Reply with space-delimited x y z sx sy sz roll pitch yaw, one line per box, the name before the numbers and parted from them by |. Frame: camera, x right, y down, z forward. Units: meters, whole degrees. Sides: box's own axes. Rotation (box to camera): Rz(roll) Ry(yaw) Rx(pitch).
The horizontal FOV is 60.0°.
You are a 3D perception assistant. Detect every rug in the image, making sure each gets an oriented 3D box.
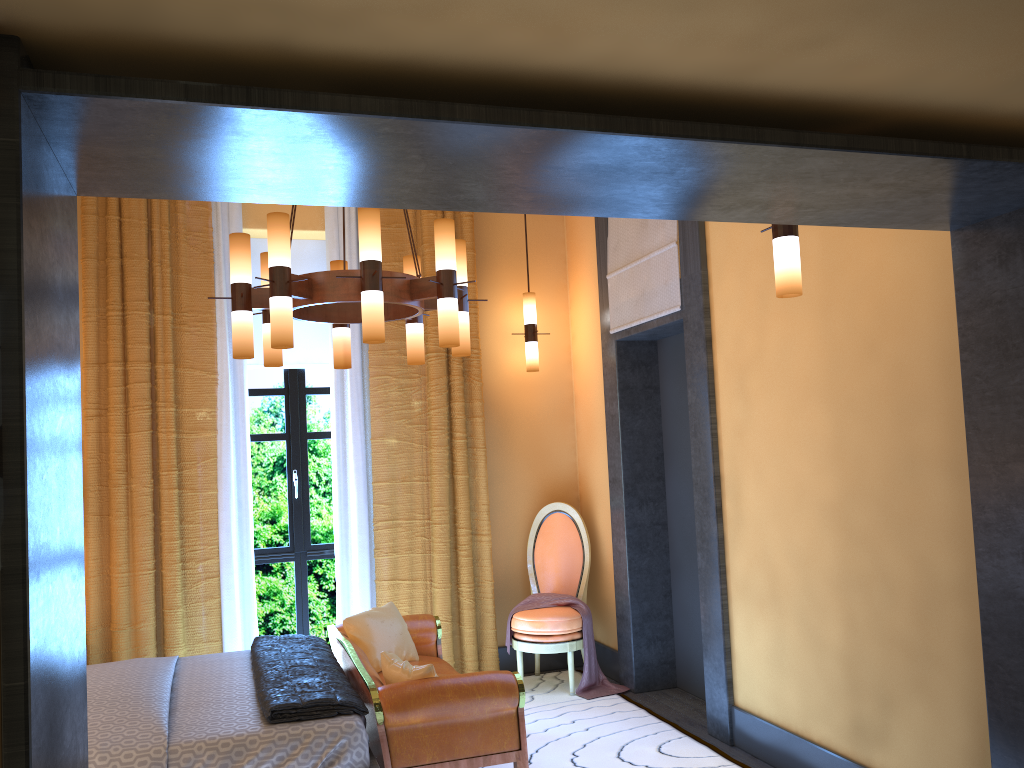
rug | -0.769 1.831 3.844 3.701 0.016 3.392 -1 -5 -18

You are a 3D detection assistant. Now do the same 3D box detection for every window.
window | -1.421 0.521 5.879 1.200 2.996 0.130 -2 -3 -18

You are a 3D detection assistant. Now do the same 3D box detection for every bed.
bed | -1.724 1.410 3.748 2.106 0.823 1.891 -1 -5 -18

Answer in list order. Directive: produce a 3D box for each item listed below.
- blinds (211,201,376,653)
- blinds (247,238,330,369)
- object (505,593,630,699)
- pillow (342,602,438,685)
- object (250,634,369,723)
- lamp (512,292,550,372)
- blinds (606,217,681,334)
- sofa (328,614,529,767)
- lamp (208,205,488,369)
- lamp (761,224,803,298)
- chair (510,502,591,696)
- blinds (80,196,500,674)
blinds | -1.400 -0.048 5.589 2.050 4.071 0.237 -1 -4 -21
blinds | -1.468 -0.539 5.929 1.200 0.872 0.013 -1 -4 -18
object | 0.338 1.617 5.578 0.803 0.571 0.429 -5 -4 29
pillow | -1.271 1.333 4.543 2.629 0.406 1.148 -5 -5 23
object | -0.958 1.288 4.000 0.405 0.104 1.463 -1 -5 -18
lamp | 0.128 -0.349 5.987 0.199 0.531 0.199 -4 -4 27
blinds | 0.726 -1.137 5.163 0.042 1.574 0.896 -2 -4 -18
sofa | -0.459 1.526 4.230 0.650 0.639 1.617 -1 -4 -18
lamp | -0.739 -1.199 3.981 1.141 2.166 1.142 -3 -4 4
lamp | 0.934 -0.565 3.041 0.199 0.531 0.199 -4 -4 27
chair | 0.250 1.350 5.677 0.500 1.145 0.633 -4 -4 15
blinds | -1.339 -0.078 5.524 2.450 4.141 0.134 -2 -3 -18
